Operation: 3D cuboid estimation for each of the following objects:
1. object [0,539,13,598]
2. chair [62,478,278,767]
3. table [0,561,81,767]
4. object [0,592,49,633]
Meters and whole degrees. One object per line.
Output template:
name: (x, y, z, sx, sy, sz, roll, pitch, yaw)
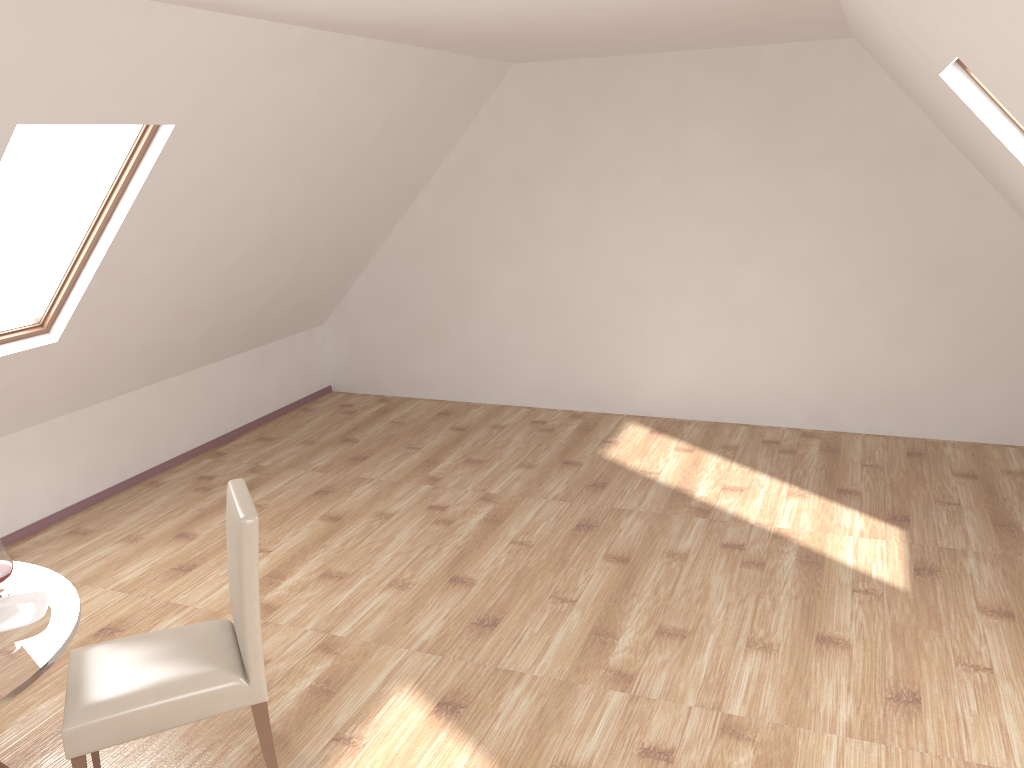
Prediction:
object: (-1.590, 0.562, 2.689, 0.136, 0.183, 0.136, -2, 15, 1)
chair: (-1.099, 0.876, 2.848, 0.618, 0.999, 0.477, -9, 16, -22)
table: (-1.812, 1.116, 2.498, 1.198, 0.770, 1.198, 12, 21, 42)
object: (-1.468, 0.673, 2.571, 0.228, 0.020, 0.228, -8, 16, -21)
